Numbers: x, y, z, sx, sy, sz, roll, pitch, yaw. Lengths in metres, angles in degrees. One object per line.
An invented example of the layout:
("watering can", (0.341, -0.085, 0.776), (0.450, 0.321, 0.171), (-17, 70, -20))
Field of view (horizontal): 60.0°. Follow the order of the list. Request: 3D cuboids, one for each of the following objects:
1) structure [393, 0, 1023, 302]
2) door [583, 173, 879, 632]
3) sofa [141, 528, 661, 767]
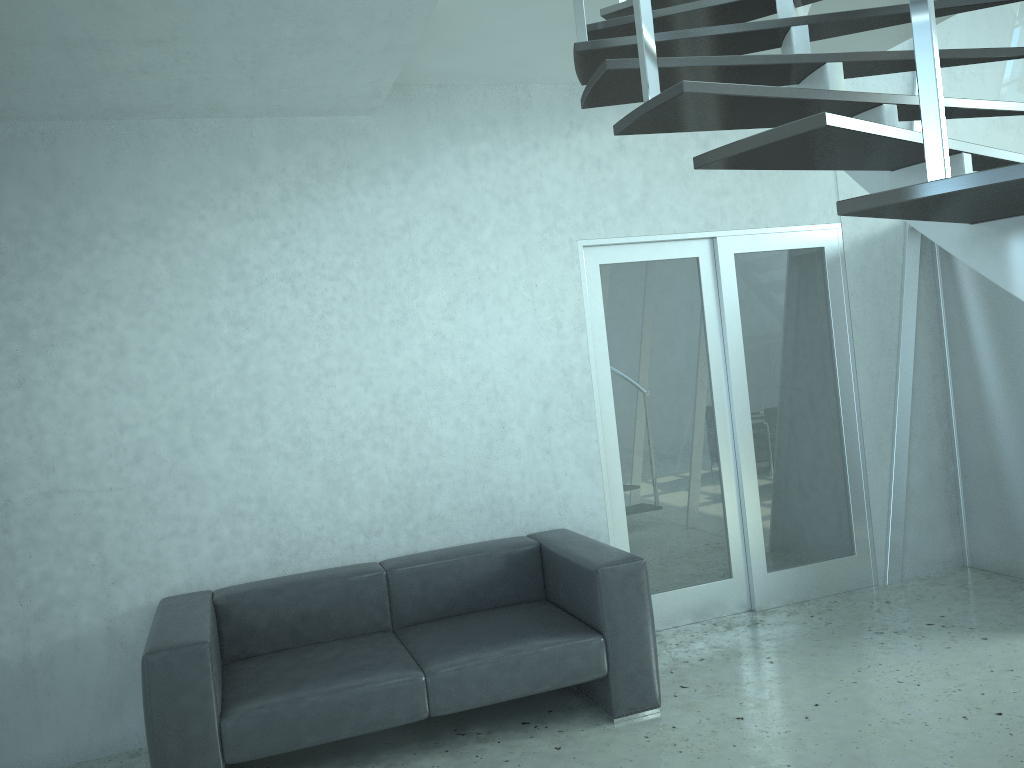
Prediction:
("structure", (1.257, -0.763, 2.956), (2.655, 4.156, 3.780), (-7, 1, -18))
("door", (1.546, -0.169, 5.553), (1.162, 3.200, 2.576), (-6, 1, 30))
("sofa", (-0.471, 1.149, 3.839), (2.025, 0.652, 0.943), (-7, 1, -18))
